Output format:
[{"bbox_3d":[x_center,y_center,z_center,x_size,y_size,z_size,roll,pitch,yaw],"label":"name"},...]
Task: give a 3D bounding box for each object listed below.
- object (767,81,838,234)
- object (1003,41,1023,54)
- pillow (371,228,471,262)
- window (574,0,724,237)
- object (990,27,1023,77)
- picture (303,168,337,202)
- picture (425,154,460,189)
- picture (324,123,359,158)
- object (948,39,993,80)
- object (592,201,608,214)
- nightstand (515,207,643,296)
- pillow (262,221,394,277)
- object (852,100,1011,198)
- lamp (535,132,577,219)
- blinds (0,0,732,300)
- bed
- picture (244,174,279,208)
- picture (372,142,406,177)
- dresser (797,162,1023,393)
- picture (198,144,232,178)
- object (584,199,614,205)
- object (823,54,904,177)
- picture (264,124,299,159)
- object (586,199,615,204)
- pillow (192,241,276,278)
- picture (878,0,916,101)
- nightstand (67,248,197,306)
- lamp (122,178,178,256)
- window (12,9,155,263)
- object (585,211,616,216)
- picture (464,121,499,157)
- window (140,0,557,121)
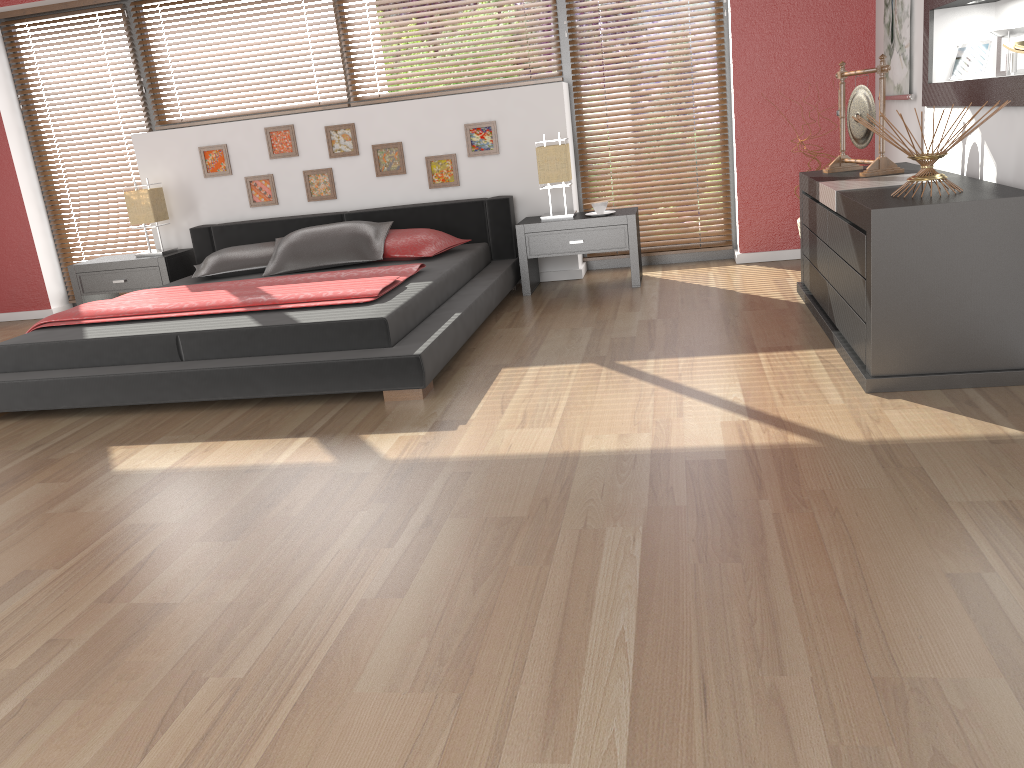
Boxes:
[{"bbox_3d":[1.624,-1.132,4.922,0.422,1.035,0.364,-10,17,-13],"label":"object"},{"bbox_3d":[1.850,-1.122,3.015,0.181,0.116,0.350,-6,16,2],"label":"object"},{"bbox_3d":[-0.664,-0.824,5.258,0.745,0.172,0.418,3,19,29],"label":"pillow"},{"bbox_3d":[0.865,-1.858,5.596,0.889,1.893,0.020,-3,17,11],"label":"window"},{"bbox_3d":[1.942,-1.288,3.445,0.159,0.171,0.159,-15,18,-28],"label":"object"},{"bbox_3d":[-1.252,-1.297,5.776,0.200,0.200,0.010,-3,17,11],"label":"picture"},{"bbox_3d":[-0.440,-1.346,5.615,0.200,0.200,0.010,-3,17,11],"label":"picture"},{"bbox_3d":[-1.087,-1.553,5.666,0.200,0.200,0.010,-3,17,11],"label":"picture"},{"bbox_3d":[1.979,-1.398,3.833,0.041,0.146,0.226,-9,16,-8],"label":"object"},{"bbox_3d":[0.518,-1.035,5.220,0.099,0.069,0.099,5,20,35],"label":"object"},{"bbox_3d":[0.418,-0.805,5.369,0.700,0.423,0.413,-3,17,11],"label":"nightstand"},{"bbox_3d":[-1.084,-0.810,5.190,0.744,0.241,0.386,-4,16,7],"label":"pillow"},{"bbox_3d":[1.412,-0.790,3.013,0.481,0.282,0.481,-13,17,-21],"label":"object"},{"bbox_3d":[0.258,-1.251,5.301,0.200,0.480,0.200,-3,17,11],"label":"lamp"},{"bbox_3d":[-1.055,-1.697,5.919,4.840,1.952,0.032,-3,17,11],"label":"blinds"},{"bbox_3d":[-1.358,-0.495,4.722,2.469,0.577,2.413,-3,17,11],"label":"bed"},{"bbox_3d":[-1.654,-1.275,5.855,0.200,0.200,0.010,-3,17,11],"label":"picture"},{"bbox_3d":[-0.784,-1.430,5.650,0.200,0.200,0.010,-3,17,11],"label":"picture"},{"bbox_3d":[1.563,-0.529,3.650,0.540,0.608,1.740,-3,17,11],"label":"dresser"},{"bbox_3d":[-1.957,-1.470,5.849,0.200,0.200,0.010,-3,17,11],"label":"picture"},{"bbox_3d":[0.508,-1.066,5.195,0.192,0.007,0.007,-12,17,-18],"label":"object"},{"bbox_3d":[1.565,-1.200,3.972,0.173,0.498,0.490,-7,16,-3],"label":"object"},{"bbox_3d":[-1.491,-1.565,5.735,0.200,0.200,0.010,-3,17,11],"label":"picture"},{"bbox_3d":[0.519,-1.073,5.214,0.192,0.007,0.007,-14,18,-23],"label":"object"},{"bbox_3d":[-1.566,-0.758,5.384,0.745,0.172,0.418,-10,17,-13],"label":"pillow"},{"bbox_3d":[1.934,-2.088,4.456,0.028,1.270,0.701,-3,17,11],"label":"picture"},{"bbox_3d":[-2.498,-0.642,5.944,0.700,0.423,0.413,-3,17,11],"label":"nightstand"},{"bbox_3d":[-2.385,-1.103,5.822,0.200,0.480,0.200,-3,17,11],"label":"lamp"},{"bbox_3d":[-2.956,-1.645,6.350,0.889,1.893,0.020,-3,17,11],"label":"window"},{"bbox_3d":[0.522,-1.004,5.229,0.179,0.012,0.179,5,20,35],"label":"object"},{"bbox_3d":[-0.188,-1.522,5.514,0.200,0.200,0.010,-3,17,11],"label":"picture"},{"bbox_3d":[-1.102,-2.269,5.821,2.817,0.786,0.020,-3,17,11],"label":"window"}]
